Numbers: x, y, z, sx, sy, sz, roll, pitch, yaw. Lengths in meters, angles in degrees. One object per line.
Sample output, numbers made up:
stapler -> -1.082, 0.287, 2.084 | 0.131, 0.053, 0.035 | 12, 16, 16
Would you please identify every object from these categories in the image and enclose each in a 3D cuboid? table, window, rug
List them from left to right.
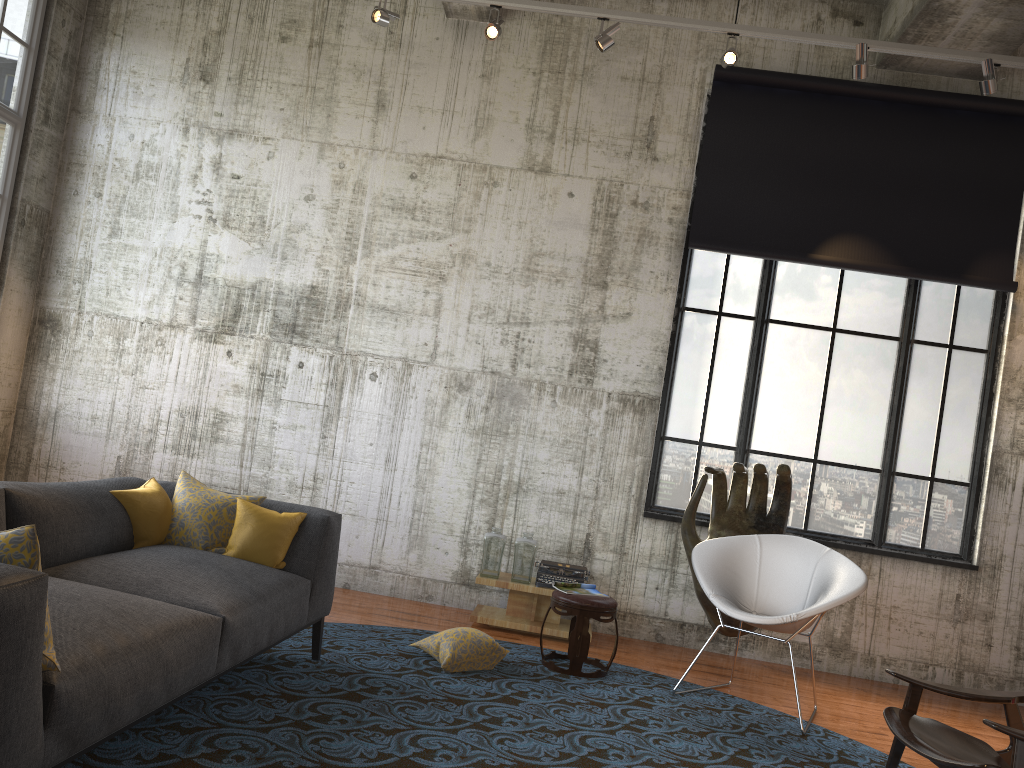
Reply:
window -> -4.072, -1.643, 4.826 | 0.050, 3.430, 4.291 | 9, -3, 5
rug -> -0.097, 1.579, 3.610 | 4.861, 0.009, 4.839 | 12, -5, -39
table -> 0.165, 1.642, 6.524 | 0.875, 0.358, 0.476 | 9, -3, 5
window -> 2.522, -0.461, 6.922 | 2.578, 3.431, 0.050 | 9, -2, 5

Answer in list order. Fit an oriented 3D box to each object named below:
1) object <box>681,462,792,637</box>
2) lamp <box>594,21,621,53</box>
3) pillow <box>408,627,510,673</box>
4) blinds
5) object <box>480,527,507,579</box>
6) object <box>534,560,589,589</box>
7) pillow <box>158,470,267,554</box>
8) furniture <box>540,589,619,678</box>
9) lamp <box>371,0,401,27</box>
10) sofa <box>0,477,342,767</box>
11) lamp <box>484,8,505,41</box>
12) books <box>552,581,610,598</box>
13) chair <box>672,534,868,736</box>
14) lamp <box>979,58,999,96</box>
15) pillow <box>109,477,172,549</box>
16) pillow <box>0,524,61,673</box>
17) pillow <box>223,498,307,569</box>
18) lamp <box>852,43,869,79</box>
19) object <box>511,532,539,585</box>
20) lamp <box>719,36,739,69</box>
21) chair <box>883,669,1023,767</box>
object -> 1.567, 1.174, 6.348 | 0.727, 1.294, 0.457 | 8, -2, 16
lamp -> 0.638, -2.359, 6.030 | 0.182, 0.240, 0.102 | 9, -2, 0
pillow -> -0.284, 1.567, 5.251 | 0.505, 0.247, 0.480 | 11, -4, -29
blinds -> 2.680, -1.584, 6.788 | 2.442, 1.462, 0.151 | 9, -2, 5
object -> -0.136, 1.229, 6.459 | 0.163, 0.361, 0.163 | 9, -2, 3
object -> 0.360, 1.412, 6.497 | 0.423, 0.153, 0.382 | 9, -4, 5
pillow -> -1.574, 0.690, 4.502 | 0.536, 0.445, 0.261 | 8, -3, 12
furniture -> 0.429, 1.554, 5.587 | 0.433, 0.476, 0.431 | 11, -4, -40
lamp -> -0.891, -2.589, 6.172 | 0.102, 0.211, 0.261 | 7, -4, 40
sofa -> -1.758, 0.882, 3.494 | 1.361, 0.860, 3.010 | 9, -4, 7
lamp -> -0.122, -2.469, 6.124 | 0.102, 0.228, 0.199 | 8, -3, 15
books -> 0.438, 1.303, 5.626 | 0.301, 0.043, 0.229 | 10, -4, -21
chair -> 1.537, 1.432, 5.362 | 1.055, 1.029, 0.809 | 6, -4, 44
lamp -> 3.122, -1.987, 5.798 | 0.165, 0.251, 0.102 | 11, -3, -40
pillow -> -1.813, 0.664, 4.403 | 0.228, 0.371, 0.406 | 8, -3, 14
pillow -> -1.480, 0.564, 2.466 | 0.536, 0.445, 0.261 | 8, -3, 12
pillow -> -1.255, 0.754, 4.445 | 0.435, 0.318, 0.168 | 10, -3, -21
lamp -> 2.307, -2.111, 5.862 | 0.102, 0.251, 0.165 | 8, -3, 30
object -> 0.092, 1.263, 6.441 | 0.163, 0.361, 0.163 | 9, -2, 7
lamp -> 1.469, -2.230, 5.984 | 0.102, 0.211, 0.261 | 9, -3, 0
chair -> 2.175, 1.542, 3.724 | 1.043, 0.792, 0.876 | 9, -3, -5
